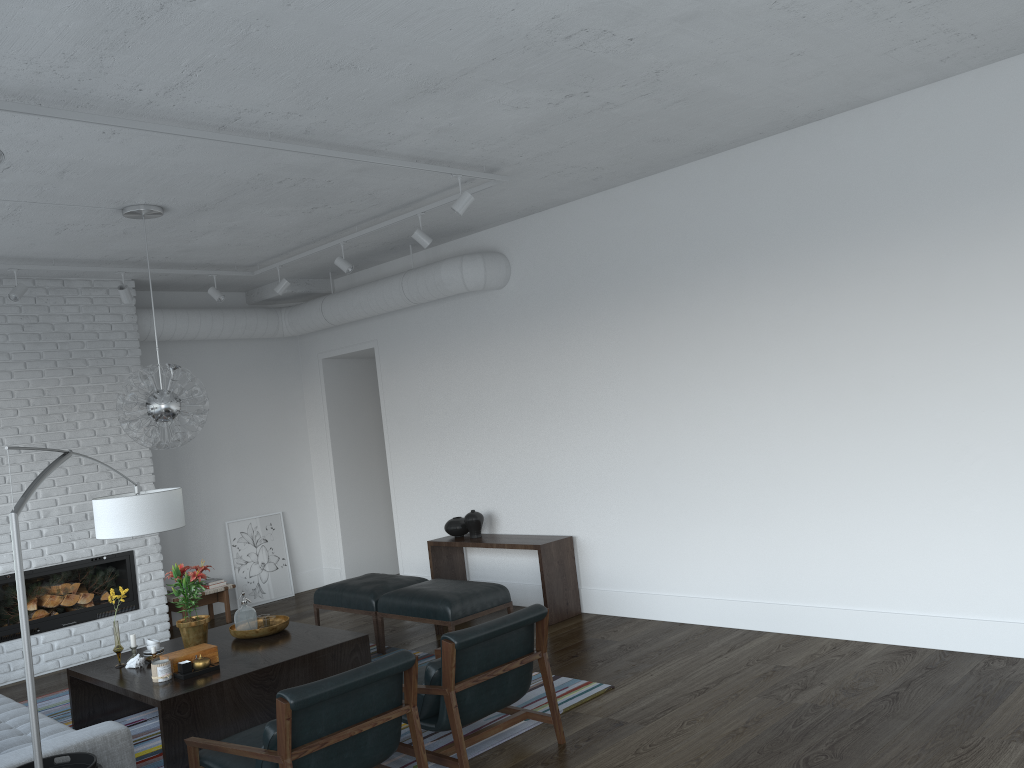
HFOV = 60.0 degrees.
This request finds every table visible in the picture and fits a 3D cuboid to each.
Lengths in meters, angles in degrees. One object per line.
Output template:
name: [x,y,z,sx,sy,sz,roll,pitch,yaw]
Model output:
table: [-2.930,2.096,8.283,0.405,0.345,0.605,-8,-2,45]
table: [-0.095,1.594,7.378,1.362,0.617,0.375,-8,-2,45]
table: [-1.796,1.843,5.464,1.362,0.394,1.306,-8,-2,45]
table: [-1.709,1.710,3.302,0.379,0.536,0.379,-6,-2,-28]

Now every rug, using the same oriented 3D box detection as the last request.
rug: [-1.683,2.034,5.498,3.760,0.012,2.735,-8,-2,45]

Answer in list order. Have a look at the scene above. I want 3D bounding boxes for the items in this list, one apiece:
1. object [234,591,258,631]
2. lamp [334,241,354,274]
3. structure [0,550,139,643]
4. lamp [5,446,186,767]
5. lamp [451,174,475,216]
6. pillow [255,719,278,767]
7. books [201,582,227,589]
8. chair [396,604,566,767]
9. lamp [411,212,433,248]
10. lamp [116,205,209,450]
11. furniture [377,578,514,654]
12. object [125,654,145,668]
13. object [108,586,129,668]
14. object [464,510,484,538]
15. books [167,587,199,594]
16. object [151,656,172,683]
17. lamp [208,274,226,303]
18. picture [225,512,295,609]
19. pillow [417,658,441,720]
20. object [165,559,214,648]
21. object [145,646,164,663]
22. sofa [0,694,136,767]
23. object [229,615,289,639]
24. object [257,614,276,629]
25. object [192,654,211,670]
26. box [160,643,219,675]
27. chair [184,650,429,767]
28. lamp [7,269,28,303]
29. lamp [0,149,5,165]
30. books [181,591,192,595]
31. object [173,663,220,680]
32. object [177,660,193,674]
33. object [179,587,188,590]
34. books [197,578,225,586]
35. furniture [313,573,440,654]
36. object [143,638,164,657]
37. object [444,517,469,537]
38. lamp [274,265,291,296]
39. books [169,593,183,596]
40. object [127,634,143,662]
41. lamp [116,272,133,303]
object: [-1.745,1.500,5.802,0.143,0.288,0.143,-7,-2,16]
lamp: [-1.343,-1.010,7.043,0.154,0.285,0.094,-7,-2,18]
structure: [-3.862,1.790,7.484,0.675,0.578,1.168,-8,-2,45]
lamp: [-1.710,1.114,3.742,0.432,1.738,2.162,-6,-2,-11]
lamp: [-0.311,-1.176,5.451,0.154,0.285,0.088,-7,-2,0]
pillow: [-0.802,1.489,3.780,0.246,0.293,0.612,-8,-2,45]
books: [-2.854,1.903,8.407,0.267,0.032,0.185,-8,-2,43]
chair: [-0.340,1.503,4.520,0.983,0.698,0.678,-8,-2,45]
lamp: [-0.651,-1.111,6.350,0.154,0.285,0.100,-6,-2,-22]
lamp: [-2.284,-0.353,5.679,0.552,1.546,0.552,-8,-2,32]
furniture: [-0.483,1.684,6.392,0.827,0.476,0.583,-8,-2,45]
object: [-2.258,1.661,5.311,0.124,0.078,0.069,-7,-2,27]
object: [-2.376,1.473,5.393,0.121,0.470,0.120,-6,-2,-30]
object: [-0.323,1.199,7.610,0.171,0.236,0.171,-5,-2,-40]
books: [-3.038,1.905,8.203,0.280,0.019,0.202,-8,-2,43]
object: [-1.948,1.589,4.940,0.117,0.116,0.106,-7,-2,24]
lamp: [-2.586,-0.845,7.735,0.154,0.285,0.093,-7,-2,23]
picture: [-2.579,1.800,9.091,0.093,0.884,0.637,-8,-2,45]
pillow: [-0.212,1.437,4.379,0.246,0.293,0.612,-8,-2,45]
object: [-2.039,1.397,5.634,0.275,0.558,0.284,-7,-2,7]
object: [-2.172,1.637,5.381,0.102,0.098,0.102,-6,-2,-6]
sofa: [-2.816,1.793,4.291,2.541,0.684,0.991,-8,-2,45]
object: [-1.656,1.603,5.827,0.383,0.068,0.383,-7,-2,-3]
object: [-1.627,1.587,5.884,0.085,0.089,0.195,-5,-2,-36]
object: [-1.762,1.571,5.025,0.103,0.077,0.103,-7,-2,16]
box: [-1.872,1.597,5.151,0.169,0.093,0.294,-8,-2,45]
chair: [-0.930,1.555,3.920,0.983,0.698,0.678,-8,-2,45]
lamp: [-3.695,-0.748,6.614,0.090,0.285,0.154,-7,-2,13]
lamp: [-2.138,-1.015,3.597,0.154,0.285,0.095,-8,-2,38]
books: [-3.028,1.918,8.196,0.306,0.011,0.171,-8,-2,44]
object: [-1.778,1.617,5.000,0.130,0.023,0.214,-8,-2,45]
object: [-1.835,1.589,4.977,0.058,0.055,0.058,-8,-2,45]
object: [-3.059,1.879,8.198,0.093,0.038,0.134,-7,-2,11]
books: [-2.863,1.876,8.413,0.238,0.025,0.173,-8,-2,43]
furniture: [-1.083,1.770,6.991,0.828,0.478,0.584,-8,-2,45]
object: [-2.236,1.640,5.531,0.121,0.113,0.124,-6,-2,-26]
object: [-0.472,1.255,7.781,0.245,0.168,0.245,-8,-2,36]
lamp: [-2.011,-0.913,7.724,0.154,0.285,0.104,-7,-2,-5]
books: [-3.032,1.929,8.205,0.273,0.011,0.172,-8,-2,44]
object: [-2.325,1.619,5.451,0.098,0.174,0.098,-8,-2,39]
lamp: [-3.143,-0.796,7.175,0.097,0.285,0.154,-7,-2,-5]
